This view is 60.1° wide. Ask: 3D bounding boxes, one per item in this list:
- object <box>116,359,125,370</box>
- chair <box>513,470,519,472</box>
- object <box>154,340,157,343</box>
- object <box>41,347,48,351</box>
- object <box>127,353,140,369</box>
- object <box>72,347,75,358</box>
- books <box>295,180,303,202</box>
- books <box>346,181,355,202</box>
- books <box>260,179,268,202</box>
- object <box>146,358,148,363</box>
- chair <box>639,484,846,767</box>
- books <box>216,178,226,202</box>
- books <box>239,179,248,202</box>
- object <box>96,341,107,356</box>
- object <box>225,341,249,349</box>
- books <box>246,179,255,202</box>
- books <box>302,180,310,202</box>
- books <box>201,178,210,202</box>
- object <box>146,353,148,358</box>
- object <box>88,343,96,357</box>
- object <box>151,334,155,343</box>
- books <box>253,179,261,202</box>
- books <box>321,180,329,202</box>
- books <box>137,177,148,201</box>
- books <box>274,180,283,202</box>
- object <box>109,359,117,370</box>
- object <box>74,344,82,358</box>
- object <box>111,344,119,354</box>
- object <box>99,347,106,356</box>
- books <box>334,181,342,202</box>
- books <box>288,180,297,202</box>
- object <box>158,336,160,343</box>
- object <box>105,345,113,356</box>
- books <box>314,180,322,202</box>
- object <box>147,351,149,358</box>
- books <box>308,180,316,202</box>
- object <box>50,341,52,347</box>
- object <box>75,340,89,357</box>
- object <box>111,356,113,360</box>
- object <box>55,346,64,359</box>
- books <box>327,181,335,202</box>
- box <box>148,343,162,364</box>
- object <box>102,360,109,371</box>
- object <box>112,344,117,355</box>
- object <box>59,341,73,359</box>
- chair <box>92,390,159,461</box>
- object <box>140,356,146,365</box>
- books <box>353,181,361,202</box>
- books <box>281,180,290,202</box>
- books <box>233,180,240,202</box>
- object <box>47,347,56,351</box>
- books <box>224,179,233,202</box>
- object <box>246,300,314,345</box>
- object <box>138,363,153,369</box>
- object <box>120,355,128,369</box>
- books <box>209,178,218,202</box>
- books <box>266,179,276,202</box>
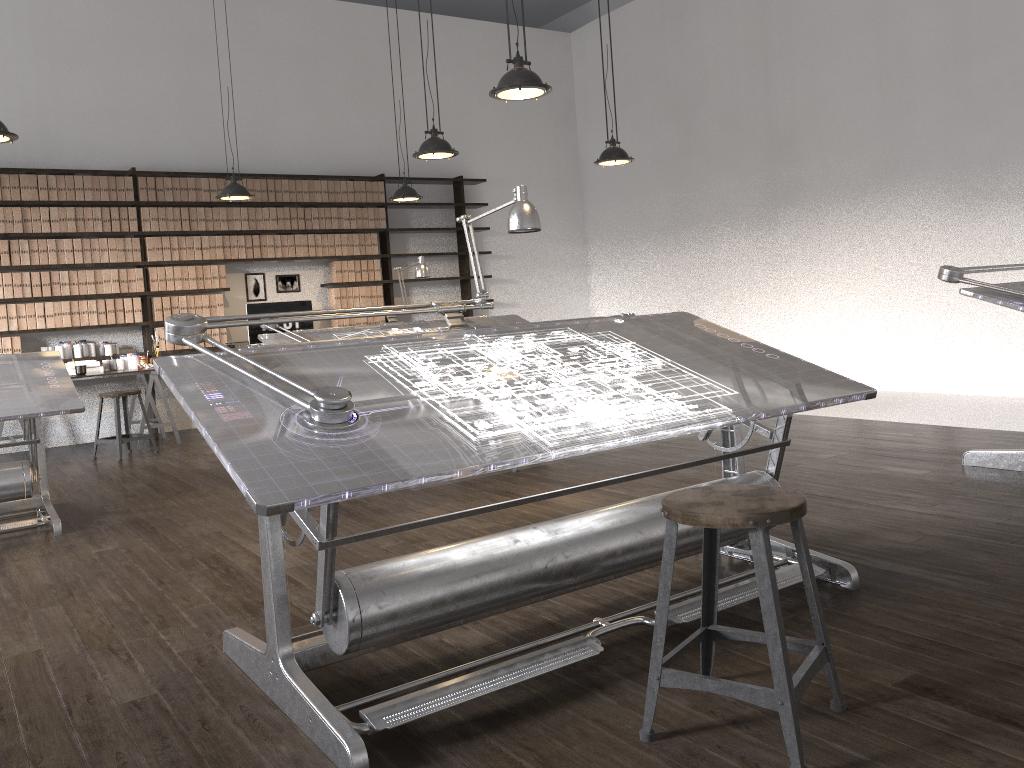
[{"bbox_3d":[-3.440,-0.172,7.783,0.062,0.094,0.062,-3,3,16],"label":"object"},{"bbox_3d":[-0.179,0.269,5.392,0.372,0.527,0.359,-4,3,-5],"label":"chair"},{"bbox_3d":[-3.184,-0.322,7.929,0.008,0.153,0.038,-3,2,16],"label":"object"},{"bbox_3d":[-4.058,-0.262,7.700,0.062,0.119,0.062,-4,3,7],"label":"object"},{"bbox_3d":[-3.342,-0.202,7.832,0.105,0.141,0.104,-6,4,-26],"label":"object"},{"bbox_3d":[-3.855,-0.275,7.834,0.054,0.101,0.054,-5,3,-17],"label":"object"},{"bbox_3d":[-2.176,-1.934,8.939,0.067,0.225,0.174,-6,4,-33],"label":"books"},{"bbox_3d":[-1.714,-1.993,9.239,0.067,0.225,0.174,-6,4,-33],"label":"books"},{"bbox_3d":[-2.476,-1.894,8.739,0.067,0.225,0.174,-6,4,-33],"label":"books"},{"bbox_3d":[-3.278,-0.187,7.905,0.060,0.088,0.059,-6,3,-29],"label":"object"},{"bbox_3d":[0.516,0.521,2.010,0.371,0.527,0.359,-2,4,35],"label":"chair"},{"bbox_3d":[-2.818,-1.850,8.510,0.067,0.225,0.174,-6,4,-33],"label":"books"},{"bbox_3d":[-2.639,-1.872,8.622,0.067,0.225,0.174,-6,4,-33],"label":"books"},{"bbox_3d":[-3.707,-0.318,8.012,0.095,0.129,0.094,-1,4,44],"label":"object"},{"bbox_3d":[-2.562,-0.321,8.431,0.285,0.160,0.203,-8,6,-41],"label":"object"},{"bbox_3d":[-2.579,-1.880,8.662,0.067,0.225,0.174,-6,4,-33],"label":"books"},{"bbox_3d":[-2.116,-1.941,8.971,0.067,0.225,0.174,-6,4,-33],"label":"books"},{"bbox_3d":[-2.935,-1.834,8.429,0.067,0.225,0.174,-6,4,-33],"label":"books"},{"bbox_3d":[-3.273,-0.220,7.924,0.041,0.124,0.005,-6,3,-37],"label":"object"},{"bbox_3d":[-3.745,-0.301,7.886,0.062,0.119,0.062,-3,3,25],"label":"object"},{"bbox_3d":[-3.197,-0.346,7.930,0.055,0.213,0.007,-5,2,-27],"label":"object"},{"bbox_3d":[-2.529,-1.887,8.701,0.067,0.225,0.174,-6,4,-33],"label":"books"},{"bbox_3d":[-1.949,-1.963,9.084,0.067,0.225,0.174,-6,4,-33],"label":"books"},{"bbox_3d":[-3.401,-1.774,8.123,0.067,0.225,0.174,-6,4,-33],"label":"books"},{"bbox_3d":[-2.352,-1.911,8.822,0.067,0.225,0.174,-6,4,-33],"label":"books"},{"bbox_3d":[-3.509,-0.167,7.789,0.062,0.093,0.063,-4,3,7],"label":"object"},{"bbox_3d":[-3.804,-0.286,7.763,0.062,0.119,0.062,-3,3,25],"label":"object"},{"bbox_3d":[-3.595,-0.314,8.030,0.062,0.095,0.062,-4,3,-2],"label":"object"},{"bbox_3d":[-3.670,-0.290,7.933,0.054,0.081,0.054,-7,4,-43],"label":"object"},{"bbox_3d":[-1.836,-1.978,9.166,0.067,0.225,0.174,-6,4,-33],"label":"books"},{"bbox_3d":[-2.234,-1.926,8.900,0.067,0.225,0.174,-6,4,-33],"label":"books"},{"bbox_3d":[-3.180,-0.336,7.938,0.071,0.186,0.008,-4,2,9],"label":"object"},{"bbox_3d":[-3.594,-0.302,7.893,0.062,0.095,0.062,-4,3,-2],"label":"object"},{"bbox_3d":[-2.011,-1.955,9.045,0.067,0.225,0.174,-6,4,-33],"label":"books"},{"bbox_3d":[-3.257,-0.223,7.914,0.033,0.147,0.005,-6,3,-34],"label":"object"},{"bbox_3d":[-2.064,-1.948,9.012,0.067,0.225,0.174,-6,4,-33],"label":"books"},{"bbox_3d":[-4.020,-0.295,7.756,0.041,0.168,0.009,-5,3,-30],"label":"object"},{"bbox_3d":[-3.823,-0.310,7.872,0.094,0.161,0.205,-6,4,-32],"label":"object"},{"bbox_3d":[-3.533,-0.192,7.858,0.036,0.117,0.005,-5,2,-28],"label":"object"},{"bbox_3d":[-3.923,-0.270,7.680,0.062,0.119,0.062,-3,3,16],"label":"object"},{"bbox_3d":[-1.893,-1.970,9.126,0.067,0.225,0.174,-6,4,-33],"label":"books"},{"bbox_3d":[-3.145,-0.265,7.947,0.212,0.207,0.137,-6,4,-33],"label":"box"},{"bbox_3d":[-3.575,-0.164,7.803,0.062,0.094,0.062,-4,3,7],"label":"object"},{"bbox_3d":[-3.590,-0.308,7.960,0.063,0.094,0.063,-4,3,-2],"label":"object"},{"bbox_3d":[-3.924,-0.296,7.792,0.095,0.161,0.094,-6,4,-37],"label":"object"},{"bbox_3d":[-3.118,0.326,7.093,0.358,0.527,0.373,-2,4,30],"label":"chair"},{"bbox_3d":[-3.264,-0.194,7.837,0.050,0.111,0.049,-6,3,-30],"label":"object"},{"bbox_3d":[-1.655,-2.001,9.279,0.067,0.225,0.174,-6,4,-33],"label":"books"},{"bbox_3d":[-2.291,-1.918,8.857,0.067,0.225,0.174,-6,4,-33],"label":"books"},{"bbox_3d":[-2.701,-1.865,8.585,0.067,0.225,0.174,-6,4,-33],"label":"books"},{"bbox_3d":[-3.992,-0.265,7.686,0.062,0.118,0.063,-4,3,7],"label":"object"},{"bbox_3d":[-2.761,-1.857,8.550,0.067,0.225,0.174,-6,4,-33],"label":"books"},{"bbox_3d":[-2.244,-0.534,8.572,0.645,0.517,0.204,-7,4,-33],"label":"object"},{"bbox_3d":[-3.164,-0.160,7.723,0.132,0.050,0.198,-2,5,27],"label":"object"},{"bbox_3d":[-3.441,-0.195,7.895,0.095,0.128,0.094,-6,4,-37],"label":"object"},{"bbox_3d":[-2.874,-1.842,8.467,0.067,0.225,0.174,-6,4,-33],"label":"books"},{"bbox_3d":[-2.412,-1.902,8.775,0.067,0.225,0.174,-6,4,-33],"label":"books"}]
